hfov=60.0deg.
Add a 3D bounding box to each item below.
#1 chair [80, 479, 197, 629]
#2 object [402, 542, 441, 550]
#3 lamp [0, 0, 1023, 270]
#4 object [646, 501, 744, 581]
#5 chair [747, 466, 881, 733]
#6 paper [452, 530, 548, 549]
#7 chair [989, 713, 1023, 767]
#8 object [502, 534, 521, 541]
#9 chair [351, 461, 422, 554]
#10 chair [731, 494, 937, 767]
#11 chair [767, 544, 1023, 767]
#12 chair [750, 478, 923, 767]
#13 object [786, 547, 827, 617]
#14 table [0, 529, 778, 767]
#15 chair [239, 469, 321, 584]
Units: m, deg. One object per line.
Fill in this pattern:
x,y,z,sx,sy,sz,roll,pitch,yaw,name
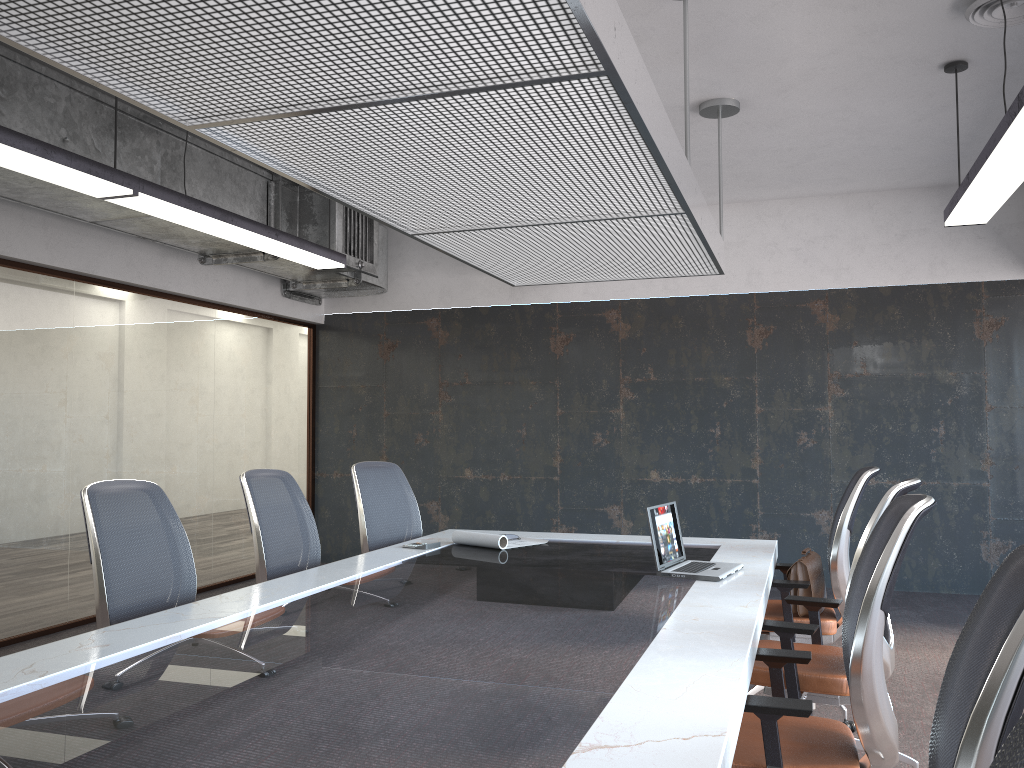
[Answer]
-1.163,0.942,3.259,0.828,1.166,0.789,1,-3,-18,chair
-0.464,0.821,4.534,0.161,0.026,0.126,-2,-3,33,object
-0.333,-1.418,2.639,4.126,0.908,6.097,-1,-3,18,lamp
0.769,0.647,3.709,0.308,0.277,0.366,-2,-3,29,object
1.379,0.984,4.317,0.828,1.166,0.789,1,-3,-18,chair
-0.062,0.809,4.692,0.348,0.069,0.379,-3,-4,44,paper
0.188,0.808,0.723,0.828,1.166,0.789,1,-3,-18,chair
-0.047,0.828,4.779,0.200,0.036,0.049,2,-4,-35,object
-0.521,1.029,5.038,0.828,1.166,0.789,0,-3,-2,chair
0.784,0.896,2.520,0.828,1.166,0.789,1,-3,-18,chair
0.538,0.845,1.497,0.828,1.166,0.789,0,-3,-12,chair
1.146,0.939,3.399,0.828,1.166,0.789,0,-3,-7,chair
1.428,0.952,4.311,0.138,0.308,0.378,-2,-3,29,object
-0.341,1.101,2.426,1.898,0.745,5.498,-1,-3,18,table
-0.865,0.986,4.158,0.828,1.166,0.789,1,-3,-18,chair
